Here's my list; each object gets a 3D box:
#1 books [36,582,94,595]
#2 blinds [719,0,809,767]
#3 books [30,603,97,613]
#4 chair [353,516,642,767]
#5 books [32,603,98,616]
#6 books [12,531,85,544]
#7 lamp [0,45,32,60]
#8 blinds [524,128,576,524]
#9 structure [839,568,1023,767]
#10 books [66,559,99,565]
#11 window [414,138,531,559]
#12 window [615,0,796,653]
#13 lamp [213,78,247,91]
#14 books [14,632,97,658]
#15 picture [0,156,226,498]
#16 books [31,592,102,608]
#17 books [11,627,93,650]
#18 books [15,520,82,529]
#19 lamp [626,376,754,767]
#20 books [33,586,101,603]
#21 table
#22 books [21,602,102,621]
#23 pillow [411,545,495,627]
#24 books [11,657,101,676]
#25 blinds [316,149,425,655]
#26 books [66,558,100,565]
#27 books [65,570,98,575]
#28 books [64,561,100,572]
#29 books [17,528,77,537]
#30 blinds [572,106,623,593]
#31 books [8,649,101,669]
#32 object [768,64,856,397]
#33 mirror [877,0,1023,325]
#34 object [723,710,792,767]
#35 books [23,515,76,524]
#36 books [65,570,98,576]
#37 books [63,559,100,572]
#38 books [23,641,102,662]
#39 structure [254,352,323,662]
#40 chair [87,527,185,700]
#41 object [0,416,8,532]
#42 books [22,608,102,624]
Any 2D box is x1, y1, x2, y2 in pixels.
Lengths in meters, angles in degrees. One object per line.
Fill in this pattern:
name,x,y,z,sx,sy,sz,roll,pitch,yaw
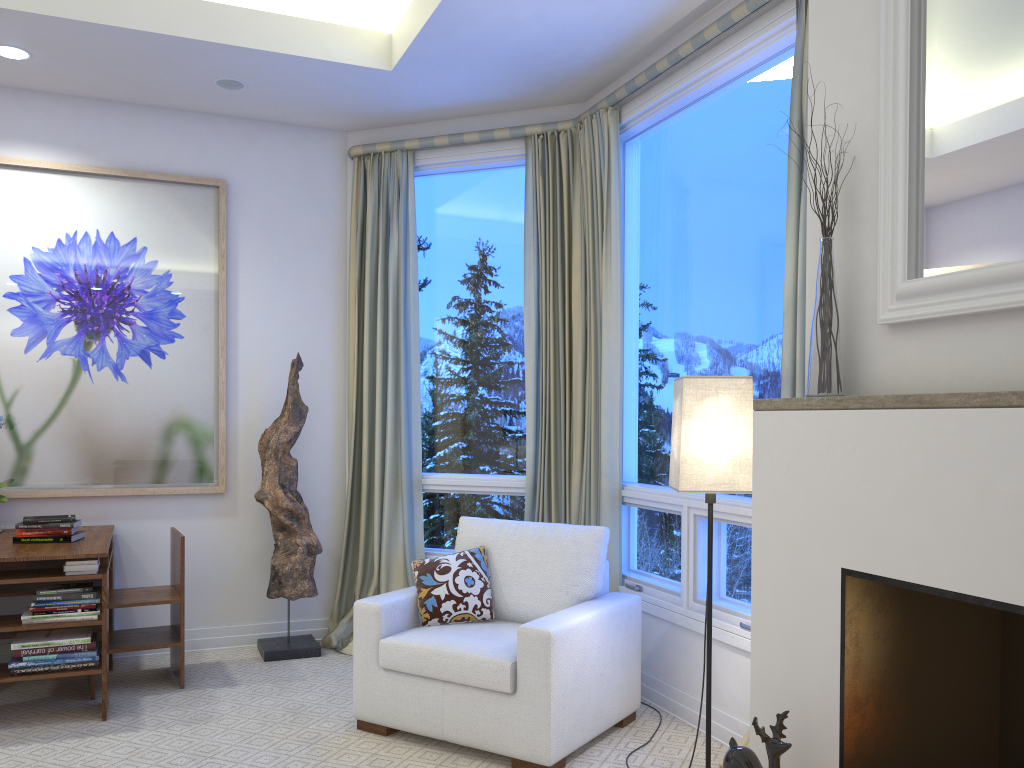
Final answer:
books,-1.610,0.738,3.195,0.177,0.017,0.113,1,-3,-23
blinds,0.804,0.001,2.449,0.228,2.369,0.660,0,0,-18
books,-1.612,0.794,3.192,0.209,0.015,0.146,1,-3,-23
chair,-0.045,0.857,3.140,0.806,0.707,0.688,0,-1,32
books,-1.605,0.807,3.192,0.205,0.011,0.148,1,-3,-23
books,-1.806,0.598,3.459,0.212,0.027,0.154,1,-2,-8
lamp,-1.948,-1.283,3.446,0.137,0.014,0.137,-2,-3,39
blinds,0.158,0.057,3.878,0.524,2.372,0.269,1,1,21
structure,1.063,0.674,1.515,0.475,0.615,0.875,1,-1,-23
books,-1.550,0.636,3.201,0.100,0.012,0.140,1,-3,-23
window,0.945,-0.206,1.454,0.814,2.026,6.847,0,-2,-23
window,0.744,-0.136,3.155,0.206,2.027,1.513,0,0,-23
lamp,-1.196,-1.265,3.759,0.137,0.014,0.137,-2,-3,39
books,-1.638,0.939,3.190,0.257,0.033,0.156,1,-2,-23
picture,-2.118,-0.239,3.828,1.680,1.461,0.030,1,0,-23
books,-1.605,0.779,3.199,0.218,0.017,0.137,1,-3,-23
books,-1.648,0.913,3.185,0.249,0.022,0.180,1,-3,-23
books,-1.803,0.547,3.450,0.205,0.020,0.124,1,-2,-13
lamp,0.435,0.610,3.135,0.276,1.206,1.529,0,-1,-10
books,-1.604,0.759,3.199,0.205,0.026,0.124,1,-2,-18
table,-1.958,0.909,3.428,0.740,0.600,0.900,1,-2,-23
books,-1.622,0.819,3.200,0.249,0.015,0.180,1,-3,-23
pillow,-0.215,0.731,3.222,0.285,0.272,0.187,1,0,-13
books,-1.639,1.000,3.198,0.276,0.032,0.192,1,-3,-23
blinds,-0.679,0.061,4.177,0.642,2.375,0.294,1,1,19
books,-1.550,0.636,3.200,0.103,0.013,0.143,1,-3,-23
books,-1.553,0.671,3.201,0.101,0.012,0.140,1,-3,-23
books,-1.555,0.654,3.205,0.108,0.020,0.151,1,-3,-23
books,-1.808,0.571,3.449,0.190,0.031,0.132,1,-2,-18
blinds,0.273,0.053,3.723,0.266,2.369,0.524,0,1,-30
books,-1.637,0.977,3.184,0.284,0.018,0.181,1,-3,-23
object,0.655,-0.318,1.896,0.189,0.693,0.193,0,0,5
mirror,0.926,-0.607,1.439,0.039,0.940,0.840,0,-1,-23
object,0.515,0.835,1.861,0.096,0.308,0.179,0,0,-36
books,-1.801,0.527,3.449,0.180,0.019,0.125,2,-3,-28
books,-1.552,0.671,3.200,0.103,0.013,0.143,1,-3,-23
books,-1.555,0.654,3.204,0.111,0.022,0.153,1,-3,-23
books,-1.613,0.962,3.192,0.234,0.018,0.169,1,-2,-18
structure,-1.034,0.549,4.094,0.305,1.394,0.263,0,1,-22
chair,-1.537,0.915,3.610,0.340,0.610,0.340,0,0,-28
object,-2.237,0.365,3.651,0.305,0.504,0.216,0,0,-23
books,-1.616,0.834,3.197,0.239,0.017,0.173,1,-2,-18
